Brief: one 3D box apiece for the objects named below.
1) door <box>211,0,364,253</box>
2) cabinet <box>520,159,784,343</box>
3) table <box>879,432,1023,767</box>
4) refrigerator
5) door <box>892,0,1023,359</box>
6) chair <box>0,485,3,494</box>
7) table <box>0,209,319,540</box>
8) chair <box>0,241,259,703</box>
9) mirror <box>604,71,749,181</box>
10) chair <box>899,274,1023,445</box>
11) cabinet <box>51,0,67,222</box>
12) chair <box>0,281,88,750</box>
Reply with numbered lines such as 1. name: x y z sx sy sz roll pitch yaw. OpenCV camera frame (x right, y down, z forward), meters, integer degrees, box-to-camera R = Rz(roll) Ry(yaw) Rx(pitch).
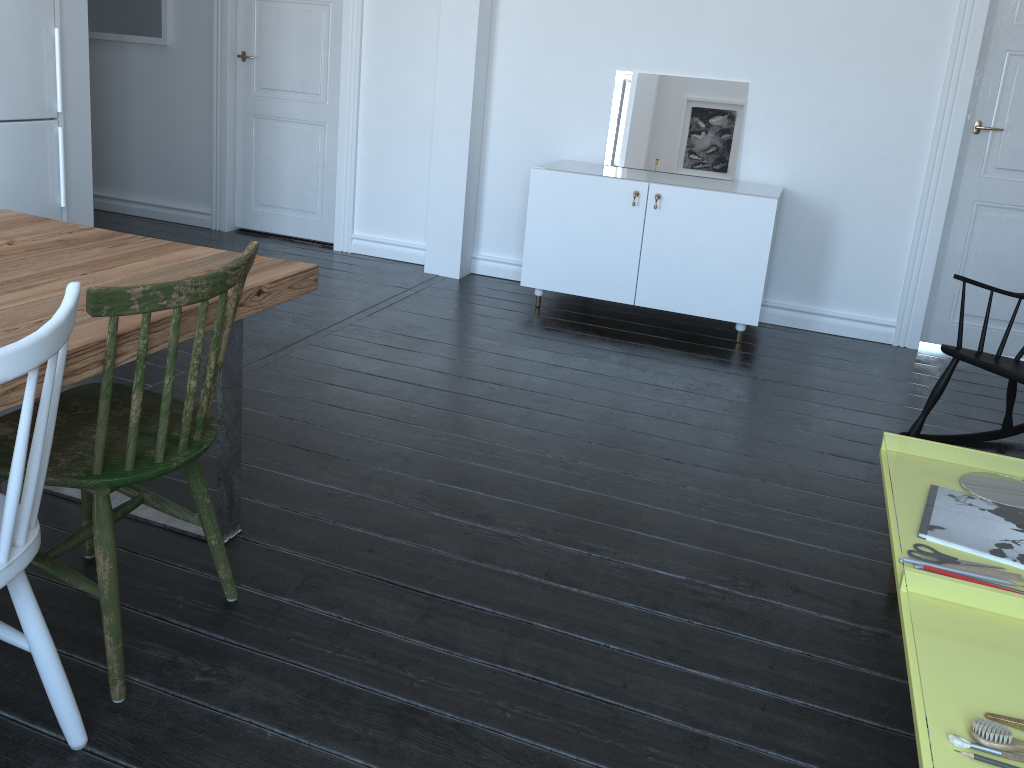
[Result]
1. door: -1.367 -2.094 5.395 1.048 2.405 0.118 10 15 18
2. cabinet: 0.712 -0.702 4.548 1.208 0.714 0.605 11 18 18
3. table: 0.987 0.584 1.577 0.604 0.387 1.438 11 20 17
4. refrigerator: -2.408 -1.246 3.774 0.685 1.750 0.590 10 16 18
5. door: 2.622 -1.261 4.087 1.176 2.405 0.118 10 15 18
6. chair: -1.516 -0.022 2.023 0.488 0.804 0.479 10 16 16
7. table: -1.352 0.286 1.374 1.024 0.695 2.287 11 20 17
8. chair: -0.818 0.124 1.793 0.488 0.803 0.479 10 16 16
9. mirror: 0.860 -1.371 4.661 0.700 0.488 0.055 11 15 18
10. chair: 1.927 -0.177 3.033 0.907 0.976 0.630 -3 18 -26
11. cabinet: -3.047 -1.072 2.339 0.786 2.300 3.883 11 19 21
12. chair: -0.945 0.272 1.336 0.513 0.818 0.477 10 17 17
